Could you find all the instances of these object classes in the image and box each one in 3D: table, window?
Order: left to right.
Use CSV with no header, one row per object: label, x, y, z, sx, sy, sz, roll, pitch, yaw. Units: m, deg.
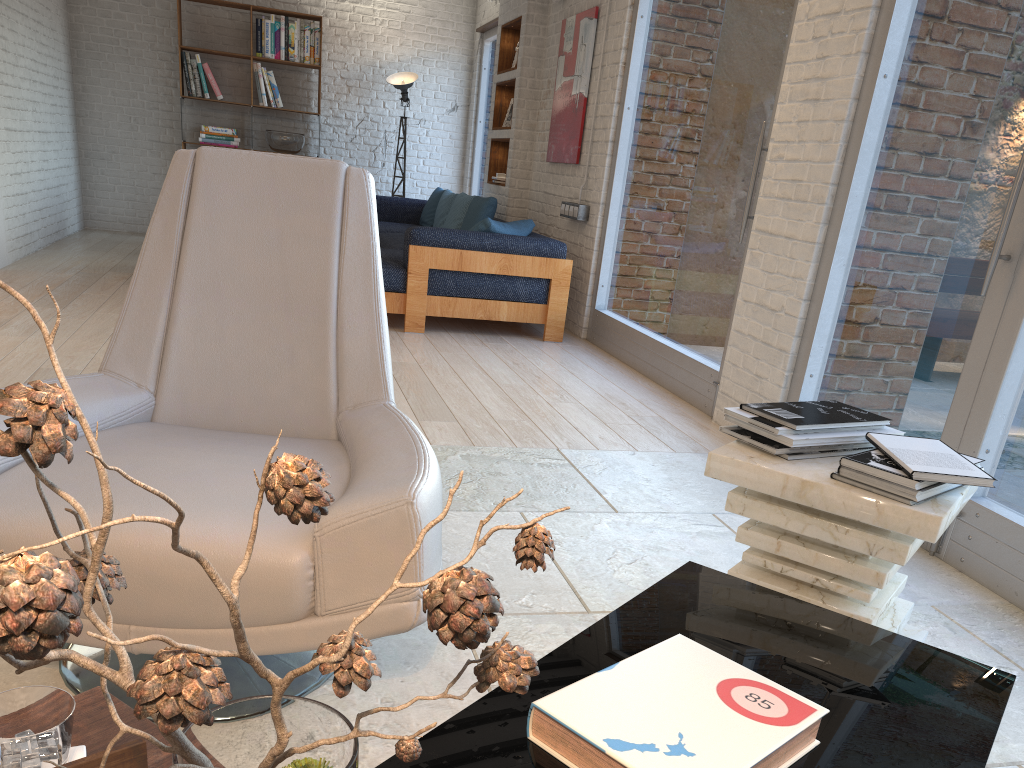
table,0.004,0.661,0.907,2.147,0.455,1.916,16,17,33
table,0.750,0.421,2.098,0.482,0.533,0.480,18,21,32
window,1.578,-2.958,3.262,0.648,6.762,11.652,0,17,-16

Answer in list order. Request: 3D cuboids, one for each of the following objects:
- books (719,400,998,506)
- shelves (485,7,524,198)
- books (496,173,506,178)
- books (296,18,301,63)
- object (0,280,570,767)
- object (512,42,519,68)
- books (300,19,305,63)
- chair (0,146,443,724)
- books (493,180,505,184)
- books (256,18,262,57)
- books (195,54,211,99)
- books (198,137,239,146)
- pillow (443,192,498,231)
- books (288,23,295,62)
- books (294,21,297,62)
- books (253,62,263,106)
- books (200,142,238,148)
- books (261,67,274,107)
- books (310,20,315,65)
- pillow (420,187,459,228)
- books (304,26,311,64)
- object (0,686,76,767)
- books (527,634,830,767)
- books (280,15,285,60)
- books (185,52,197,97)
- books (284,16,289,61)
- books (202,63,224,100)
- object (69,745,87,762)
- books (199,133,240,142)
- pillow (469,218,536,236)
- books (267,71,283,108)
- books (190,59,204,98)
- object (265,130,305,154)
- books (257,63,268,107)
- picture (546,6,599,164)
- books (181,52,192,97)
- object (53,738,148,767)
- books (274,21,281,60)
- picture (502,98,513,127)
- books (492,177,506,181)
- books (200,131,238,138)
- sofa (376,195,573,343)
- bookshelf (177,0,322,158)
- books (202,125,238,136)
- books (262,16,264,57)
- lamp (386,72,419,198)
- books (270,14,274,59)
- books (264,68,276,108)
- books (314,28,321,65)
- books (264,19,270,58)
books,0.797,0.149,1.933,0.386,0.084,0.541,-2,16,-32
shelves,0.015,-2.335,7.433,0.192,1.507,0.723,0,21,-16
books,-0.067,-1.816,7.612,0.133,0.036,0.194,5,14,-6
books,-2.115,-3.381,8.621,0.036,0.405,0.230,0,21,-16
object,-0.270,0.215,0.483,0.532,0.641,0.305,-11,26,-42
object,0.068,-2.731,7.228,0.112,0.256,0.203,3,19,-8
books,-2.076,-3.376,8.619,0.036,0.405,0.230,0,21,-16
chair,-0.606,0.058,1.816,1.027,1.074,0.917,7,18,0
books,-0.083,-1.767,7.635,0.162,0.018,0.238,5,14,-6
books,-2.473,-3.371,8.529,0.055,0.348,0.240,0,20,-16
books,-3.022,-3.001,8.529,0.121,0.403,0.230,0,21,-16
books,-2.955,-2.441,8.778,0.379,0.038,0.231,2,15,-20
pillow,-0.354,-1.335,7.080,0.255,0.440,1.145,0,16,-16
books,-2.176,-3.350,8.589,0.055,0.348,0.240,0,20,-16
books,-2.141,-3.366,8.606,0.021,0.379,0.256,0,20,-16
books,-2.529,-2.979,8.686,0.101,0.405,0.230,0,21,-16
books,-2.951,-2.414,8.798,0.356,0.022,0.257,3,14,-16
books,-2.440,-2.954,8.705,0.125,0.368,0.256,0,20,-16
books,-1.985,-3.371,8.645,0.036,0.405,0.230,0,21,-16
pillow,-0.678,-1.642,8.281,0.243,0.421,1.046,0,16,-17
books,-2.033,-3.345,8.638,0.055,0.348,0.240,0,20,-16
object,-0.486,0.364,0.876,0.089,0.089,0.088,18,21,31
books,0.224,0.452,1.162,0.321,0.060,0.246,-7,20,-44
books,-2.255,-3.383,8.559,0.036,0.405,0.230,0,21,-16
books,-3.128,-3.011,8.511,0.091,0.406,0.230,0,21,-16
books,-2.222,-3.383,8.578,0.036,0.405,0.230,0,21,-16
books,-2.942,-2.972,8.587,0.195,0.336,0.240,1,20,-16
object,-0.485,0.419,0.813,0.267,0.037,0.239,-6,19,-43
books,-2.939,-2.475,8.761,0.379,0.038,0.231,1,15,-22
pillow,-0.128,-0.962,5.890,0.367,0.347,0.548,18,20,32
books,-2.372,-2.941,8.723,0.158,0.347,0.240,0,20,-16
books,-3.086,-2.988,8.551,0.102,0.353,0.240,0,20,-16
object,-2.329,-2.477,8.952,0.396,0.213,0.386,14,17,24
books,-2.487,-2.971,8.675,0.103,0.405,0.230,0,21,-16
picture,0.416,-2.093,6.217,0.019,1.014,0.701,0,20,-16
books,-3.162,-3.010,8.494,0.091,0.406,0.230,0,21,-16
object,-0.366,0.408,0.812,0.092,0.087,0.110,-10,23,-42
books,-2.308,-3.363,8.575,0.055,0.348,0.240,0,20,-16
picture,0.011,-2.326,7.489,0.102,0.258,0.183,-3,21,-24
books,-0.070,-1.789,7.616,0.171,0.020,0.223,3,14,-14
books,-2.943,-2.508,8.767,0.356,0.022,0.257,2,14,-17
sofa,-1.116,-1.136,7.184,2.081,0.699,3.733,2,15,-16
bookshelf,-2.625,-2.545,8.811,1.319,2.325,0.343,1,22,-15
books,-2.930,-2.544,8.752,0.327,0.059,0.241,3,15,-14
books,-2.434,-3.383,8.533,0.021,0.379,0.256,0,20,-16
lamp,-0.987,-2.205,9.019,0.496,1.949,0.835,-13,28,-41
books,-2.347,-3.389,8.539,0.036,0.405,0.230,0,21,-16
books,-2.421,-2.955,8.719,0.125,0.368,0.256,0,20,-16
books,-1.945,-3.346,8.683,0.055,0.348,0.240,0,20,-16
books,-2.394,-3.363,8.533,0.055,0.348,0.240,0,20,-16
